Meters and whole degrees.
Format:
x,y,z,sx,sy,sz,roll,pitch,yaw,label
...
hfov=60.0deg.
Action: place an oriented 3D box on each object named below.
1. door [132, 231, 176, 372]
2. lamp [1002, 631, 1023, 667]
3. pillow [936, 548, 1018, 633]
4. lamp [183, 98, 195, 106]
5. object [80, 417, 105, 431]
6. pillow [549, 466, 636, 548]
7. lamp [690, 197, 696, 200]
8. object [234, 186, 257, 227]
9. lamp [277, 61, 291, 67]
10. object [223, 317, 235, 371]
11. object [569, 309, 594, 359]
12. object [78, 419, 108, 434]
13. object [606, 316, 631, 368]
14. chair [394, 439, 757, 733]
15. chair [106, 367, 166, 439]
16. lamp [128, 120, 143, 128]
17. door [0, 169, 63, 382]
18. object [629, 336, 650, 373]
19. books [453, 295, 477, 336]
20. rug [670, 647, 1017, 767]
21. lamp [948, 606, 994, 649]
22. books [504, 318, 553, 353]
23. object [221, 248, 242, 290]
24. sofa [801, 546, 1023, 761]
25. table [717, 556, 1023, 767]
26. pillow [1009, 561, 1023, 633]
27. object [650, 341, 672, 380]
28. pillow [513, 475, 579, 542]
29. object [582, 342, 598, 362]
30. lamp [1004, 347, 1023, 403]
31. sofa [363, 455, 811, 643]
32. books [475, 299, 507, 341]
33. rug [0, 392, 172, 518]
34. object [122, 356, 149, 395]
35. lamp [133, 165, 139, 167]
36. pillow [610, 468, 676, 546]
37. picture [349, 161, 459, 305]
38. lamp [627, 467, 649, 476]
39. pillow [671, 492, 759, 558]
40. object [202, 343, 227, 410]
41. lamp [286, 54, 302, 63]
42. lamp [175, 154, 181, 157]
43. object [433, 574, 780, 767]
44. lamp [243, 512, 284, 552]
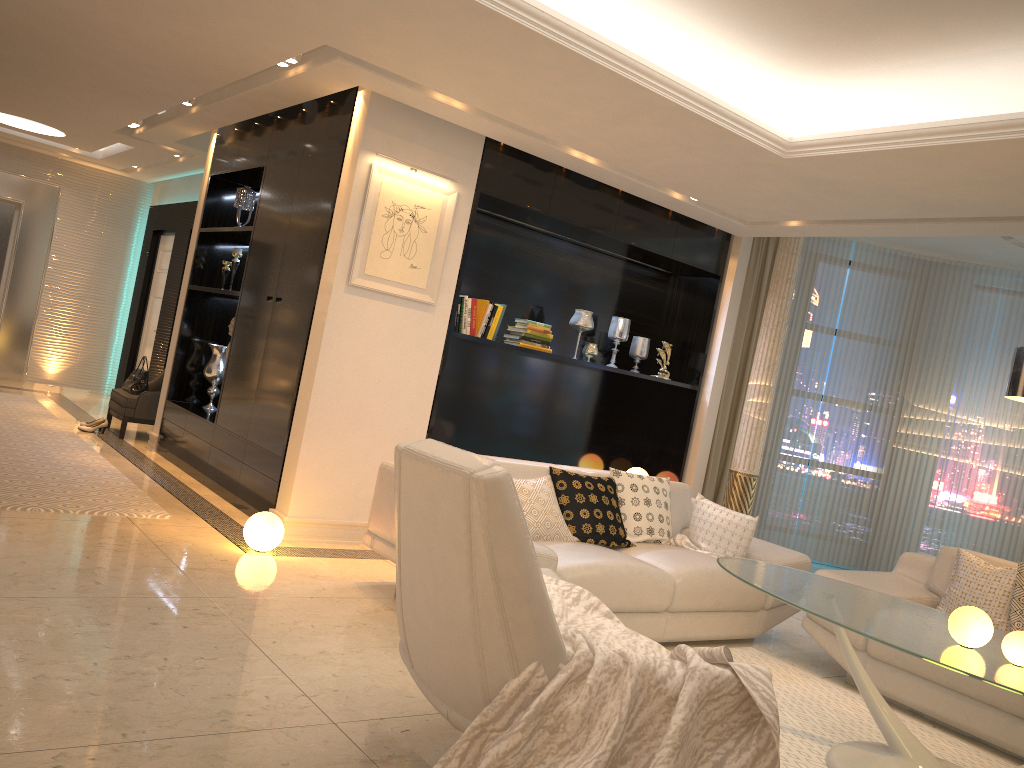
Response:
x,y,z,sx,sy,sz,roll,pitch,yaw,label
-4.062,-0.737,10.079,0.089,2.034,0.919,11,1,-37,door
1.724,0.896,3.004,0.115,0.115,0.115,11,1,-12,lamp
2.431,1.080,4.541,0.222,0.380,0.463,11,1,-33,pillow
-2.352,-2.089,6.438,0.107,0.127,0.107,12,1,34,lamp
-3.700,0.335,7.837,0.235,0.135,0.084,11,1,11,object
0.454,0.677,4.851,0.524,0.355,0.323,11,1,-37,pillow
1.291,-1.345,6.174,0.107,0.127,0.107,12,1,34,lamp
-2.062,-1.349,6.810,0.155,0.347,0.155,12,1,33,object
-1.289,-1.858,5.003,0.107,0.127,0.107,12,1,34,lamp
-2.106,-0.120,6.781,0.221,0.794,0.308,11,1,-10,object
0.509,-0.366,6.709,0.181,0.381,0.181,11,1,-43,object
-3.617,0.354,7.663,0.235,0.135,0.084,11,1,-35,object
0.834,-0.316,7.086,0.156,0.426,0.156,11,1,-32,object
0.074,0.718,2.636,0.983,0.991,1.027,11,1,-38,chair
-3.206,0.040,8.038,0.702,0.898,0.625,11,1,-36,chair
-3.259,-2.286,7.657,0.107,0.127,0.235,11,1,-37,lamp
-0.682,-6.036,1.330,83.408,24.296,83.408,11,1,-16,door
1.029,-0.223,7.239,0.147,0.317,0.147,11,1,-35,object
-0.375,-0.476,5.925,0.240,0.270,0.208,11,1,-37,books
1.534,1.503,3.231,1.661,0.020,2.900,11,1,-38,rug
1.624,0.860,3.141,0.143,0.143,0.143,12,1,37,lamp
0.129,-0.346,6.357,0.296,0.197,0.260,11,1,-35,books
-2.244,-0.911,7.060,0.176,0.361,0.079,12,1,34,object
2.664,1.339,4.086,1.145,0.754,2.328,11,1,-37,sofa
1.585,1.212,3.253,0.999,0.565,2.140,11,1,-38,table
2.690,1.134,4.242,0.587,0.429,0.288,12,1,28,pillow
1.209,-0.186,7.068,0.182,0.293,0.116,11,1,-40,object
0.096,0.644,4.566,0.521,0.329,0.351,11,1,-37,pillow
0.596,-0.234,6.780,0.119,0.154,0.119,11,1,-28,object
2.752,0.456,4.005,2.009,2.519,0.393,11,1,-37,lamp
0.489,0.894,4.854,2.328,0.754,1.145,11,1,-37,sofa
-0.198,-0.438,6.069,0.210,0.261,0.212,11,1,-37,books
-4.046,0.341,6.687,1.526,0.015,5.025,11,1,-37,rug
-3.339,-0.085,7.934,0.168,0.345,0.366,11,1,-38,object
-4.269,-2.519,10.033,0.107,0.127,0.107,12,1,34,lamp
0.789,0.725,5.163,0.526,0.399,0.255,11,1,-37,pillow
-0.649,-0.897,5.366,0.610,0.729,0.027,11,1,-37,picture
1.024,0.792,7.299,0.212,0.214,0.213,11,1,13,lamp
1.161,0.828,5.136,0.281,0.325,0.521,11,1,-28,pillow
-2.424,-0.054,7.267,0.221,0.522,0.221,11,1,-33,object
-1.213,-1.842,4.900,0.107,0.127,0.107,12,1,34,lamp
-3.307,-2.310,8.745,0.107,0.127,0.107,12,1,34,lamp
0.199,0.946,2.507,0.972,0.580,1.347,11,1,0,object
-1.348,0.802,4.820,0.213,0.214,0.212,11,1,2,lamp
